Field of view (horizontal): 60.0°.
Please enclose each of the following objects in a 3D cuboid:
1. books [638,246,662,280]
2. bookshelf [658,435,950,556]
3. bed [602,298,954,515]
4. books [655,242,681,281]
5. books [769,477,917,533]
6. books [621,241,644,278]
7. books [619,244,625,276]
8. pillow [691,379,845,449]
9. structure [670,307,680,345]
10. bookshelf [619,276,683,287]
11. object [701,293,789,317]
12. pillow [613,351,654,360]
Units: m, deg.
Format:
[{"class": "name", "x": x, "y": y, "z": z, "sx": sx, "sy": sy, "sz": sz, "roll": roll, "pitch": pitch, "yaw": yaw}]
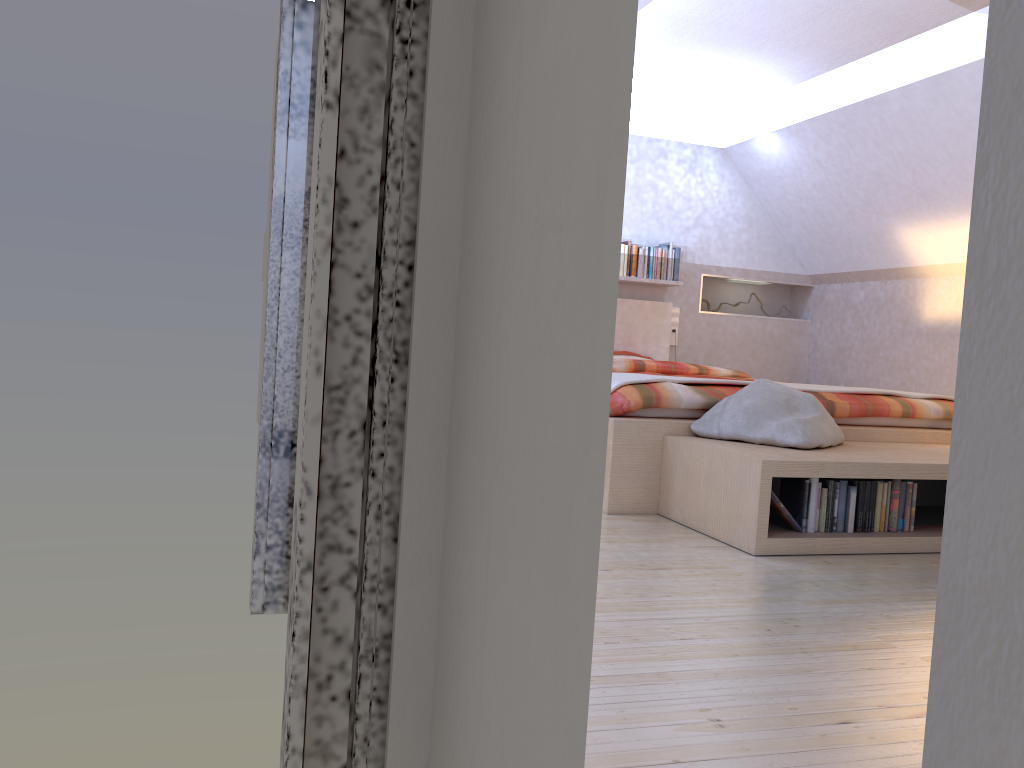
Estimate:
[{"class": "books", "x": 0.989, "y": -0.884, "z": 6.522, "sx": 0.159, "sy": 0.231, "sz": 0.200, "roll": 3, "pitch": 3, "yaw": -18}, {"class": "bookshelf", "x": 1.378, "y": 0.402, "z": 3.317, "sx": 1.495, "sy": 0.303, "sz": 0.643, "roll": 3, "pitch": 3, "yaw": -18}, {"class": "bed", "x": 0.829, "y": -0.058, "z": 5.032, "sx": 2.087, "sy": 0.994, "sz": 3.009, "roll": 3, "pitch": 3, "yaw": -18}, {"class": "books", "x": 1.135, "y": -0.902, "z": 6.568, "sx": 0.145, "sy": 0.281, "sz": 0.200, "roll": 3, "pitch": 3, "yaw": -18}, {"class": "books", "x": 1.073, "y": 0.397, "z": 3.027, "sx": 0.652, "sy": 0.193, "sz": 0.157, "roll": 3, "pitch": 3, "yaw": -18}, {"class": "books", "x": 0.850, "y": -0.905, "z": 6.469, "sx": 0.140, "sy": 0.260, "sz": 0.209, "roll": 3, "pitch": 3, "yaw": -18}, {"class": "books", "x": 0.699, "y": -0.923, "z": 6.422, "sx": 0.178, "sy": 0.281, "sz": 0.200, "roll": 3, "pitch": 3, "yaw": -18}, {"class": "pillow", "x": 1.015, "y": 0.108, "z": 3.441, "sx": 0.470, "sy": 0.241, "sz": 0.498, "roll": 6, "pitch": 3, "yaw": 36}, {"class": "structure", "x": 1.227, "y": -0.438, "z": 6.741, "sx": 0.077, "sy": 0.286, "sz": 0.034, "roll": 3, "pitch": 3, "yaw": -18}, {"class": "bookshelf", "x": 0.786, "y": -0.763, "z": 6.458, "sx": 0.916, "sy": 0.028, "sz": 0.223, "roll": 3, "pitch": 3, "yaw": -18}, {"class": "object", "x": 1.899, "y": -0.638, "z": 7.107, "sx": 0.905, "sy": 0.193, "sz": 0.085, "roll": 3, "pitch": 3, "yaw": -18}, {"class": "pillow", "x": 0.860, "y": -0.135, "z": 6.278, "sx": 0.566, "sy": 0.188, "sz": 0.497, "roll": 3, "pitch": 3, "yaw": -18}]
